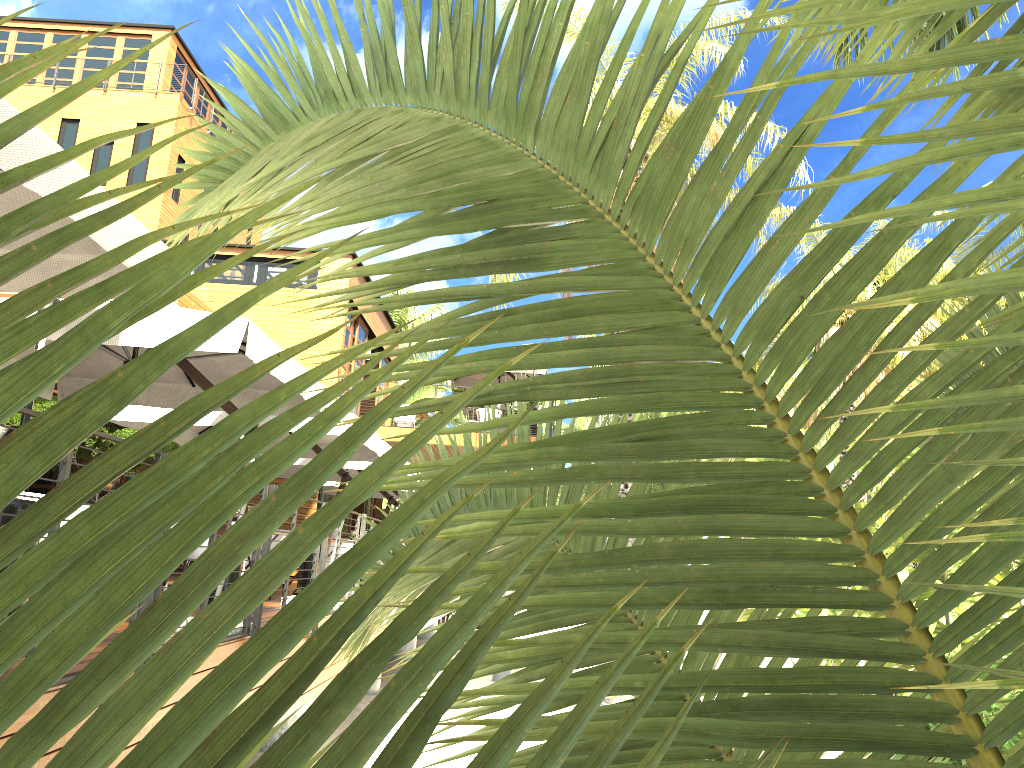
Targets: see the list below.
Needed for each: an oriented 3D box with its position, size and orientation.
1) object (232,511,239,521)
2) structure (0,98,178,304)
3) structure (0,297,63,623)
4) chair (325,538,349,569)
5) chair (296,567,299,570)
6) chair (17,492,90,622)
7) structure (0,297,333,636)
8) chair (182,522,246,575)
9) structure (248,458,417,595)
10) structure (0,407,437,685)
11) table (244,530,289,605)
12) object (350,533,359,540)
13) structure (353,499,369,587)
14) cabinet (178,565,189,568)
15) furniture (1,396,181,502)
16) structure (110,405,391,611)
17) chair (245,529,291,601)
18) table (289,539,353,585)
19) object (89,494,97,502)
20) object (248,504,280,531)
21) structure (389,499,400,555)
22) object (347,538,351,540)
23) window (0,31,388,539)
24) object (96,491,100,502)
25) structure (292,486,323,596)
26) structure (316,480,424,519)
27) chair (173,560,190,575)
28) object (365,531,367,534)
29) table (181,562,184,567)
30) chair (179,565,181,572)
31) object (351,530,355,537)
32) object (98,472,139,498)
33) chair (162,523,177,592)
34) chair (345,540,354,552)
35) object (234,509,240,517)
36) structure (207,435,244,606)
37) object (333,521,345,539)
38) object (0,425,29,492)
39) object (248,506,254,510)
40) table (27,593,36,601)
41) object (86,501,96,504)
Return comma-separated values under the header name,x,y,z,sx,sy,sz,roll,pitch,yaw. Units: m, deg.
name,x,y,z,sx,sy,sz,roll,pitch,yaw
object,-2.943,1.443,9.446,0.163,0.179,0.167,3,-12,3
structure,-2.806,-0.201,2.940,2.413,2.342,2.404,4,-12,1
structure,-2.497,0.212,4.542,0.699,2.201,0.697,6,-13,-11
chair,-2.816,2.719,13.430,0.627,0.791,0.614,4,-12,2
chair,-2.859,2.408,11.915,0.627,0.791,0.614,4,-12,2
chair,-2.938,1.045,5.232,0.627,0.791,0.614,4,-12,2
structure,-2.767,0.471,6.235,2.413,2.342,2.404,4,-12,1
chair,-2.899,1.728,8.580,0.627,0.791,0.614,4,-12,2
structure,-2.688,1.816,12.827,2.413,2.342,2.404,4,-12,1
structure,-1.625,2.816,13.590,0.163,1.158,26.164,4,-11,1
table,-2.862,1.899,9.317,0.931,0.752,0.928,4,-12,1
object,-2.865,2.794,16.066,0.163,0.179,0.167,3,-12,3
structure,-2.381,2.218,14.368,0.699,2.201,0.697,6,-13,-11
cabinet,-7.062,3.339,18.078,1.611,0.841,0.555,4,-12,2
furniture,-6.572,1.522,13.641,2.615,2.733,2.684,6,-12,-8
structure,-2.728,1.144,9.531,2.413,2.342,2.404,4,-12,1
chair,-2.855,2.051,10.153,0.627,0.791,0.614,4,-12,2
table,-2.822,2.574,12.621,0.931,0.752,0.928,4,-12,1
object,-2.980,0.770,6.145,0.168,0.179,0.162,4,-12,0
object,-2.640,1.422,9.445,0.263,0.265,0.263,15,-16,-42
structure,-2.342,2.884,17.635,0.699,2.201,0.697,6,-13,-11
object,-2.915,2.792,15.841,0.086,0.086,0.086,4,-12,2
window,-8.501,-4.975,20.970,14.475,18.034,38.304,9,-13,-21
object,-2.754,0.710,5.905,0.082,0.228,0.081,4,-12,2
structure,-2.419,1.552,11.109,0.699,2.201,0.697,6,-13,-11
structure,-2.649,2.489,16.122,2.413,2.342,2.404,4,-12,1
chair,-5.360,2.869,15.062,0.626,0.791,0.616,15,-16,-41
object,-2.636,2.734,15.824,0.082,0.228,0.081,4,-12,2
table,-5.973,2.969,15.677,1.166,0.752,1.161,3,-12,7
chair,-6.404,3.054,16.342,0.626,0.791,0.616,15,-16,-41
object,-2.933,2.807,16.288,0.082,0.228,0.081,4,-12,2
object,-2.679,0.749,6.147,0.263,0.265,0.263,15,-16,-42
chair,-2.896,1.356,6.748,0.627,0.791,0.614,4,-12,2
chair,-2.819,3.089,15.249,0.627,0.791,0.614,4,-12,2
object,-3.011,1.456,9.668,0.082,0.228,0.081,6,-13,-9
structure,-2.458,0.889,7.859,0.699,2.201,0.697,6,-13,-11
object,-2.601,2.093,12.733,0.263,0.265,0.263,15,-16,-42
object,-4.321,0.997,7.015,0.768,1.402,0.769,7,-13,-14
object,-2.714,1.383,9.203,0.082,0.228,0.081,4,-12,2
table,-2.901,1.225,6.012,0.931,0.752,0.928,4,-12,1
object,-2.825,0.808,5.930,0.080,0.042,0.080,6,-12,-7
